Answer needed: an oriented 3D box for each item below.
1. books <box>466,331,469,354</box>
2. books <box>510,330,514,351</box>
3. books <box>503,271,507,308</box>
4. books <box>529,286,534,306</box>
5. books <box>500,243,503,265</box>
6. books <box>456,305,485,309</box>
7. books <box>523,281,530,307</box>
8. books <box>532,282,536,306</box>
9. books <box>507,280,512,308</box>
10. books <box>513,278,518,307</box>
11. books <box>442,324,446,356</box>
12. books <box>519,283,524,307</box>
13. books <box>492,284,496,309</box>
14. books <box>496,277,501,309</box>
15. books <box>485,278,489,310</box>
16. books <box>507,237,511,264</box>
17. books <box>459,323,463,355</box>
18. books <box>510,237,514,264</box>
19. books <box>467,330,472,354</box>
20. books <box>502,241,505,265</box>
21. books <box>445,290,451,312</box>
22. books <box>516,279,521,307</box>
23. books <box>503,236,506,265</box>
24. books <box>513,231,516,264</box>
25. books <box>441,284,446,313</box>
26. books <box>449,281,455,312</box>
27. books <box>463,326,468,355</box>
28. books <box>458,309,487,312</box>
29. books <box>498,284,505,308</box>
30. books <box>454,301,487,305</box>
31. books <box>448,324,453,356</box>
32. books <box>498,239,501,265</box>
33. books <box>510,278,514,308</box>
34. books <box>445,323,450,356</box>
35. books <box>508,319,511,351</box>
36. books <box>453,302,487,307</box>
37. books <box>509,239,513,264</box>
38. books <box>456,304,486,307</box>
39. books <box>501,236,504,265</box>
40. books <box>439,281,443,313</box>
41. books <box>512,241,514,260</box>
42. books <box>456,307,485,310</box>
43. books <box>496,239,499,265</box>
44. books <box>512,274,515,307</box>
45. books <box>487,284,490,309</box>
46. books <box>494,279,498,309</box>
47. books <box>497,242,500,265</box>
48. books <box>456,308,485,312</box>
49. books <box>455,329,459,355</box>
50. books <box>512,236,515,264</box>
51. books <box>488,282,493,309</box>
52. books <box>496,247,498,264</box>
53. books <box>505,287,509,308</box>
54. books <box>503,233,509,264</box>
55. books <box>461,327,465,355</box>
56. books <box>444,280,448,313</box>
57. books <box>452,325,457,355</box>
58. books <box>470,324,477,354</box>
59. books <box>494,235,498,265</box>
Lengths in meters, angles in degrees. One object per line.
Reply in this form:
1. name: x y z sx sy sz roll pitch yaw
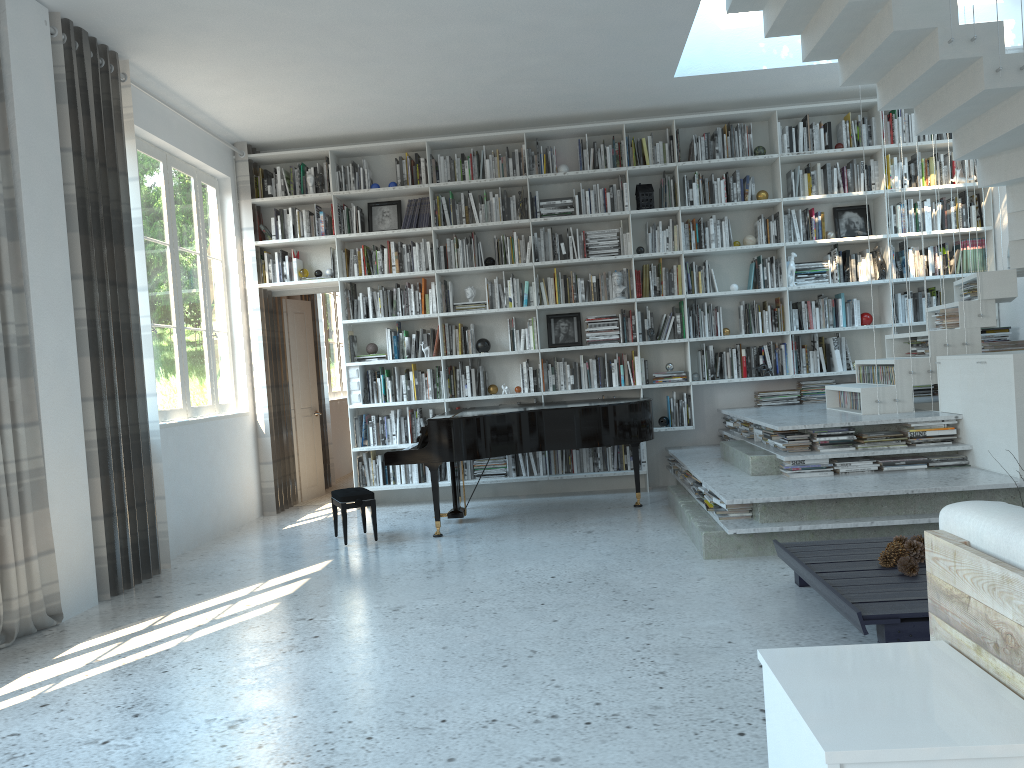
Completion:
1. books: -0.381 -0.360 7.774 0.011 0.208 0.180 -4 1 4
2. books: 0.004 -0.376 7.747 0.025 0.186 0.154 -4 1 4
3. books: -0.058 -0.812 7.738 0.010 0.329 0.173 -4 1 4
4. books: 0.173 -0.754 7.735 0.027 0.181 0.142 -4 1 4
5. books: -0.084 -1.116 7.735 0.011 0.200 0.162 -4 1 4
6. books: -0.361 -0.669 7.764 0.254 0.012 0.161 -4 1 -1
7. books: 0.126 -0.774 7.720 0.060 0.227 0.179 -4 1 4
8. books: 0.198 -0.774 7.735 0.026 0.217 0.126 -4 1 4
9. books: -0.011 -0.774 7.732 0.028 0.247 0.170 -4 1 4
10. books: 0.036 -0.784 7.728 0.023 0.260 0.170 -4 1 4
11. books: -0.586 -0.385 7.799 0.012 0.285 0.159 -4 1 4
12. books: 0.085 -0.767 7.746 0.026 0.219 0.150 -4 1 4
13. books: -0.152 -0.754 7.766 0.024 0.227 0.137 -4 1 4
14. books: -0.116 -0.786 7.735 0.012 0.286 0.167 -4 1 4
15. books: -0.213 -0.779 7.745 0.012 0.285 0.159 -4 1 4
16. books: -0.023 -1.142 7.705 0.013 0.244 0.188 -4 1 4
17. books: -0.445 -0.389 7.760 0.026 0.274 0.190 -4 1 4
18. books: 0.004 -1.148 7.727 0.017 0.253 0.139 -4 1 4
19. books: -0.362 -0.366 7.769 0.028 0.216 0.175 -4 1 4
20. books: -0.069 -1.125 7.710 0.006 0.216 0.181 -4 1 4
21. books: -0.552 -0.718 7.787 0.034 0.210 0.136 -4 1 4
22. books: 0.060 -0.784 7.747 0.022 0.256 0.152 -4 1 4
23. books: -0.063 -1.155 7.730 0.005 0.275 0.157 -4 1 4
24. books: 0.024 -1.175 7.720 0.006 0.304 0.165 -4 1 4
25. books: -0.593 -0.739 7.782 0.024 0.257 0.134 -4 1 4
26. books: -0.527 -0.754 7.779 0.021 0.278 0.136 -4 1 4
27. books: -0.400 -0.379 7.795 0.028 0.248 0.142 -4 1 4
28. books: -0.358 -0.632 7.771 0.285 0.012 0.159 -4 1 2
29. books: -0.083 -0.758 7.750 0.048 0.225 0.149 -4 1 4
30. books: -0.364 -0.705 7.764 0.285 0.012 0.159 -4 1 0
31. books: -0.530 -0.384 7.791 0.026 0.275 0.154 -4 1 4
32. books: -0.104 -1.132 7.713 0.005 0.236 0.178 -4 1 4
33. books: 0.007 -0.784 7.721 0.012 0.265 0.192 -4 1 4
34. books: -0.556 -0.387 7.788 0.025 0.284 0.145 -4 1 4
35. books: -0.018 -0.424 7.752 0.012 0.285 0.159 -4 1 4
36. books: -0.362 -0.693 7.769 0.285 0.012 0.159 -4 1 6
37. books: -0.008 -1.139 7.740 0.011 0.236 0.130 -4 1 4
38. books: -0.362 -0.681 7.767 0.254 0.012 0.161 -4 1 1
39. books: -0.076 -1.150 7.742 0.009 0.267 0.149 -4 1 4
40. books: -0.612 -0.751 7.789 0.012 0.285 0.159 -4 1 4
41. books: 0.014 -1.155 7.725 0.004 0.265 0.141 -4 1 4
42. books: -0.360 -0.656 7.766 0.254 0.012 0.161 -4 1 0
43. books: -0.122 -1.133 7.723 0.005 0.240 0.173 -4 1 4
44. books: 0.018 -0.803 7.728 0.011 0.301 0.178 -4 1 4
45. books: -0.199 -0.753 7.759 0.010 0.232 0.154 -4 1 4
46. books: -0.131 -0.776 7.748 0.022 0.267 0.151 -4 1 4
47. books: -0.111 -1.122 7.740 0.013 0.216 0.149 -4 1 4
48. books: -0.359 -0.644 7.775 0.254 0.012 0.161 -4 1 4
49. books: -0.468 -0.364 7.784 0.025 0.228 0.153 -4 1 4
50. books: 0.019 -1.149 7.719 0.006 0.253 0.180 -4 1 4
51. books: -0.181 -0.762 7.738 0.030 0.247 0.174 -4 1 4
52. books: -0.125 -1.133 7.748 0.005 0.239 0.145 -4 1 4
53. books: -0.035 -0.744 7.754 0.025 0.189 0.140 -4 1 4
54. books: -0.045 -1.162 7.740 0.033 0.287 0.155 -4 1 4
55. books: -0.422 -0.375 7.780 0.014 0.244 0.153 -4 1 4
56. books: -0.576 -0.760 7.798 0.011 0.298 0.135 -4 1 4
57. books: -0.500 -0.380 7.782 0.036 0.263 0.166 -4 1 4
58. books: -0.335 -0.393 7.781 0.028 0.266 0.144 -4 1 4
59. books: -0.134 -1.150 7.751 0.012 0.276 0.129 -4 1 4
